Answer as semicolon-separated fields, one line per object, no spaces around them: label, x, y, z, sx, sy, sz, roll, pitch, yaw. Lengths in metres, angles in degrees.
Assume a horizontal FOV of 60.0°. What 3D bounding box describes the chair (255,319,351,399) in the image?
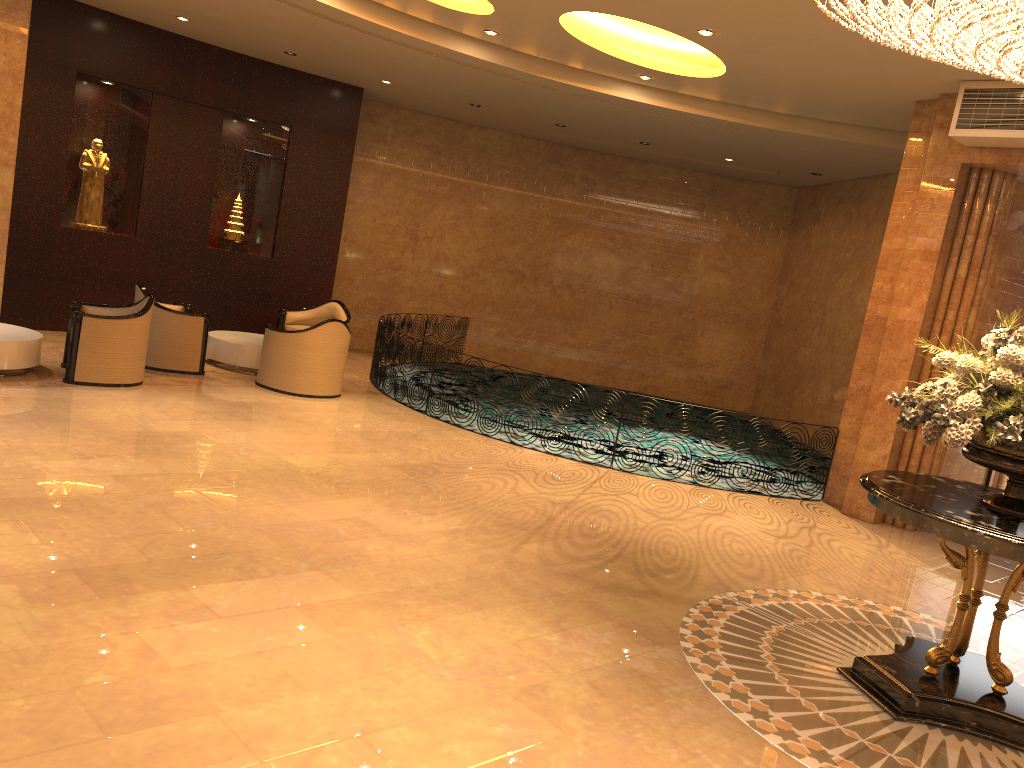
chair;-2.313;-0.361;10.196;0.769;0.916;0.951;17;10;40

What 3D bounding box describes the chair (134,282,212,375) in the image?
chair;-3.961;-0.663;10.193;0.769;0.916;0.951;5;9;-34

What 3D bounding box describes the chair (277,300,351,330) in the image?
chair;-2.685;-0.713;12.227;0.951;0.916;0.769;13;8;20

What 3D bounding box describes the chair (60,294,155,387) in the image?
chair;-4.062;-0.506;8.938;0.769;0.916;0.951;6;9;-29

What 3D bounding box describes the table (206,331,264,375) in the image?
table;-3.241;-0.384;11.200;1.196;0.354;1.196;8;8;-17

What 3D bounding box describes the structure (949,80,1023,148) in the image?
structure;5.492;-1.996;6.619;0.425;0.483;4.113;3;11;-44

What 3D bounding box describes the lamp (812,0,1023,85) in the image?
lamp;3.076;-2.013;4.269;3.206;1.196;3.204;9;8;-8

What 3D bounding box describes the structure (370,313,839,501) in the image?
structure;0.085;-0.009;11.894;3.815;0.995;7.624;7;9;-26

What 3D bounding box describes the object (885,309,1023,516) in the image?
object;2.748;0.184;4.607;1.277;0.999;1.318;8;8;-14

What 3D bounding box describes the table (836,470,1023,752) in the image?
table;2.527;1.193;4.757;1.493;1.089;1.493;17;10;38

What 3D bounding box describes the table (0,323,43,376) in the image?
table;-5.170;-0.357;8.470;1.196;0.354;1.196;8;8;-18

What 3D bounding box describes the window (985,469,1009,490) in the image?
window;6.699;0.199;8.454;0.047;3.571;3.515;3;11;-44
